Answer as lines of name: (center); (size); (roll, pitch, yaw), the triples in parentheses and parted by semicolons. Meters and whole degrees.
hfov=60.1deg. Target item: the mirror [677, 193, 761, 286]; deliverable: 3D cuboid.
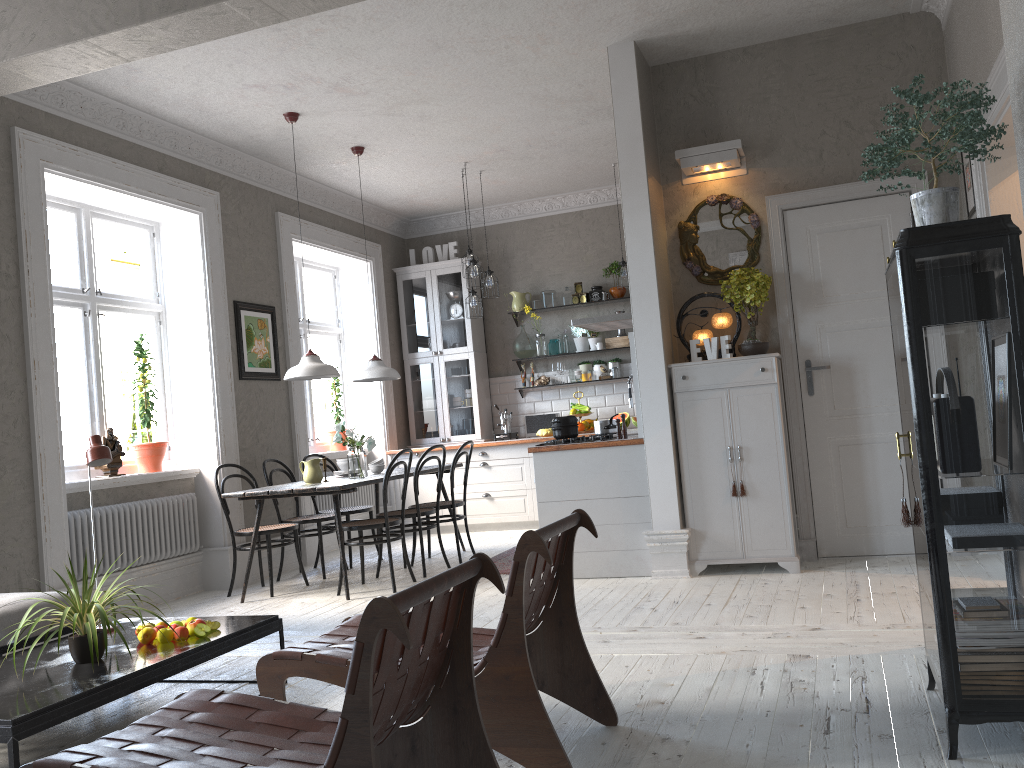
mirror: (1.340, -0.937, 5.720); (0.526, 0.593, 0.072); (-6, -2, 18)

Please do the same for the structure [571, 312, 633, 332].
structure: (0.843, -1.264, 7.010); (0.704, 1.595, 0.721); (-6, -2, 19)

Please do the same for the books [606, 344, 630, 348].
books: (1.090, -0.377, 8.898); (0.257, 0.011, 0.160); (-6, -3, 25)

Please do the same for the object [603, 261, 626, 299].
object: (1.059, -1.041, 8.880); (0.255, 0.397, 0.246); (-7, -3, 44)

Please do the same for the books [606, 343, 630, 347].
books: (1.089, -0.387, 8.898); (0.256, 0.016, 0.161); (-7, -3, 31)

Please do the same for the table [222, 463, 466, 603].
table: (-1.131, 1.055, 6.598); (0.893, 0.735, 1.945); (-6, -3, 20)

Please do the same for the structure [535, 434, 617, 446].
structure: (0.482, 0.371, 5.997); (0.490, 0.031, 0.613); (-6, -3, 19)

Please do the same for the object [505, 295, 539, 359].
object: (0.088, -0.598, 9.151); (0.337, 0.674, 0.335); (-5, -2, -12)

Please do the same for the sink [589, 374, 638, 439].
sink: (0.834, 0.273, 6.571); (0.521, 0.720, 0.492); (-6, -3, 19)

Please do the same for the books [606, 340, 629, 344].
books: (1.087, -0.420, 8.899); (0.257, 0.011, 0.160); (-6, -3, 22)

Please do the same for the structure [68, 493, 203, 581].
structure: (-2.511, 0.994, 5.877); (0.147, 0.428, 1.238); (-6, -3, 18)

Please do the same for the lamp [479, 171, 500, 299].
lamp: (-0.263, -1.636, 7.957); (0.146, 1.734, 0.147); (-5, -2, 6)

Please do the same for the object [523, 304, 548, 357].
object: (0.242, -0.547, 9.053); (0.190, 0.540, 0.283); (-6, -2, 11)

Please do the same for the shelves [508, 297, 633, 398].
shelves: (0.648, -0.341, 9.037); (1.300, 0.923, 0.231); (-6, -2, 18)

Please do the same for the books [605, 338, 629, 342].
books: (1.085, -0.441, 8.900); (0.256, 0.016, 0.161); (-7, -3, 31)

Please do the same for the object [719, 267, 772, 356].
object: (1.473, -0.444, 5.449); (0.347, 0.553, 0.291); (-3, -3, -37)

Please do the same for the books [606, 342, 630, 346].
books: (1.089, -0.398, 8.899); (0.256, 0.016, 0.160); (-6, -3, 28)

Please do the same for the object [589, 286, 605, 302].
object: (0.868, -0.907, 8.992); (0.140, 0.174, 0.144); (-6, -3, 19)

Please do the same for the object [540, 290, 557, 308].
object: (0.378, -0.862, 9.112); (0.175, 0.184, 0.169); (-4, -3, -32)

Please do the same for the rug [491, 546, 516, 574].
rug: (0.142, 1.300, 6.619); (0.727, 0.014, 1.306); (-6, -3, 20)

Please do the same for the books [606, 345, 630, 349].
books: (1.092, -0.365, 8.897); (0.257, 0.011, 0.160); (-6, -3, 22)

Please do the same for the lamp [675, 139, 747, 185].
lamp: (1.272, -1.415, 5.661); (0.410, 0.171, 0.222); (-6, -3, 19)

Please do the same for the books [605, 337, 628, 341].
books: (1.084, -0.452, 8.901); (0.256, 0.016, 0.160); (-6, -3, 28)

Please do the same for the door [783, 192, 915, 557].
door: (2.160, -0.044, 5.442); (0.742, 2.182, 0.081); (-6, -2, 18)

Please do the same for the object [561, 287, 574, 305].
object: (0.577, -0.896, 9.148); (0.142, 0.220, 0.138); (-4, -3, -21)

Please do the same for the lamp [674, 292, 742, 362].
lamp: (1.250, -0.302, 5.605); (0.442, 0.558, 0.175); (-6, -3, 26)

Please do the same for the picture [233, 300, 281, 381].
picture: (-2.027, -0.335, 7.074); (0.019, 0.619, 0.528); (-6, -3, 20)

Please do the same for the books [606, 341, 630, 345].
books: (1.088, -0.409, 8.899); (0.257, 0.011, 0.160); (-6, -3, 25)

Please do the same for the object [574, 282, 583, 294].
object: (0.675, -0.971, 8.994); (0.083, 0.113, 0.083); (-5, -2, -1)

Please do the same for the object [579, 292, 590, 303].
object: (0.738, -0.865, 8.981); (0.081, 0.113, 0.084); (-6, -3, 29)

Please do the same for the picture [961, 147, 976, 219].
picture: (2.567, -1.156, 4.980); (0.012, 0.416, 0.286); (-6, -3, 20)

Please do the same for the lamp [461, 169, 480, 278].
lamp: (-0.434, -1.807, 7.850); (0.146, 1.734, 0.147); (-5, -2, 6)

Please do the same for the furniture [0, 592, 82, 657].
furniture: (-2.282, 1.153, 3.666); (0.576, 0.476, 0.838); (-6, -3, 19)

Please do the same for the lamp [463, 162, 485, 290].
lamp: (-0.389, -1.688, 7.665); (0.149, 1.734, 0.144); (-4, -3, -24)

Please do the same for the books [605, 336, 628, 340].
books: (1.083, -0.462, 8.901); (0.257, 0.011, 0.160); (-6, -3, 25)

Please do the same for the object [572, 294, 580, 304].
object: (0.658, -0.856, 9.012); (0.082, 0.113, 0.084); (-6, -3, 19)

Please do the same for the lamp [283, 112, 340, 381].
lamp: (-1.460, -0.961, 6.148); (0.387, 1.858, 0.372); (-4, -3, -33)

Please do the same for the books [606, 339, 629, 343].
books: (1.086, -0.430, 8.900); (0.257, 0.011, 0.160); (-6, -3, 25)

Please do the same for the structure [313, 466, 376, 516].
structure: (-1.621, 1.020, 8.286); (0.147, 0.428, 1.238); (-6, -3, 18)

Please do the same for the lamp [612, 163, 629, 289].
lamp: (0.957, -1.737, 8.108); (0.150, 1.734, 0.143); (-3, -3, -39)

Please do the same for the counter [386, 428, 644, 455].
counter: (-0.056, 0.522, 7.558); (3.121, 0.039, 3.434); (-6, -3, 19)

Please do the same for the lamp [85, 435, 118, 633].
lamp: (-1.762, 0.637, 3.750); (0.141, 0.839, 0.246); (-3, -3, -35)

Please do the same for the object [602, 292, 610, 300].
object: (0.941, -0.880, 8.863); (0.092, 0.096, 0.075); (-6, -3, 20)

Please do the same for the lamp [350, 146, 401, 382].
lamp: (-1.145, -0.951, 6.998); (0.373, 1.858, 0.386); (-6, -3, 27)

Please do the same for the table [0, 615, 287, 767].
table: (-1.599, 1.173, 3.304); (0.838, 0.303, 1.327); (-6, -3, 20)

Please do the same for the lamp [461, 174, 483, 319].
lamp: (-0.411, -1.461, 8.008); (0.148, 1.734, 0.145); (-4, -2, -14)
